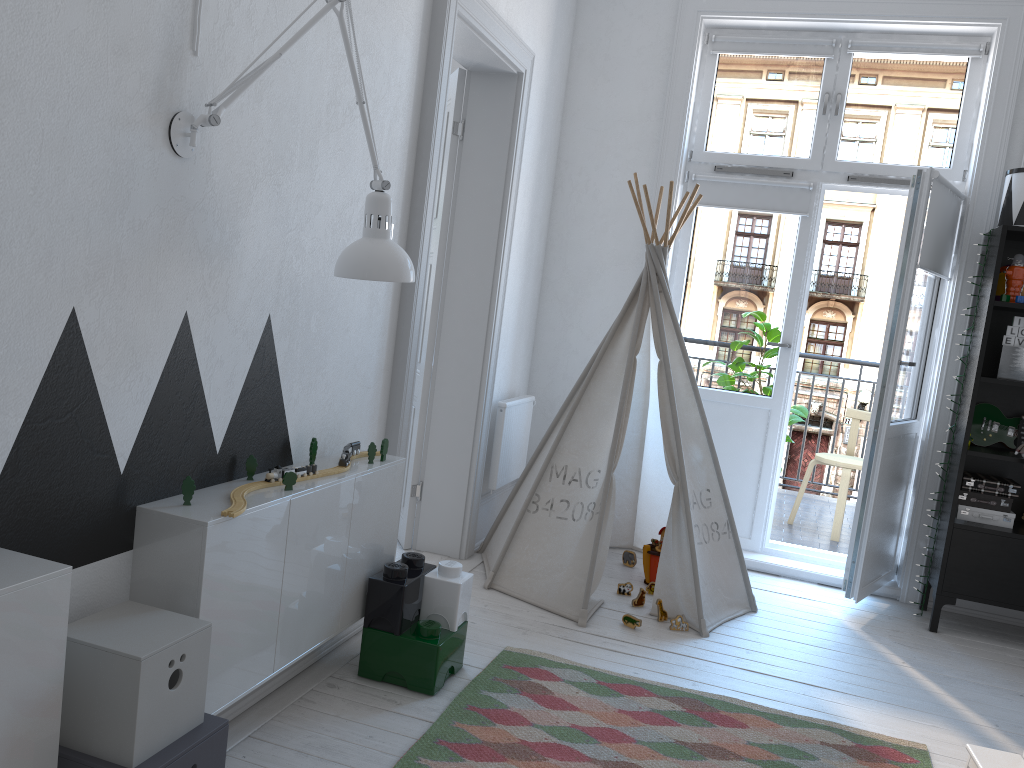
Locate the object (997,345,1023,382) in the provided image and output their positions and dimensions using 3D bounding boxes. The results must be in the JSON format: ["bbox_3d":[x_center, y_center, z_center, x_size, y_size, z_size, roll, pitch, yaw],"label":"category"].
[{"bbox_3d":[2.083,-0.078,3.608,0.170,0.138,0.124,11,7,32],"label":"object"}]

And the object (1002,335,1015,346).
[{"bbox_3d":[2.019,-0.175,3.603,0.040,0.040,0.040,11,7,32],"label":"object"}]

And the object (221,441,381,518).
[{"bbox_3d":[-0.537,0.219,2.302,0.111,0.047,0.901,8,6,12],"label":"object"}]

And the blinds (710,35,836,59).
[{"bbox_3d":[1.230,-1.595,4.191,0.565,0.087,0.032,9,6,17],"label":"blinds"}]

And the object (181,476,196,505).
[{"bbox_3d":[-0.695,0.229,1.905,0.029,0.063,0.007,5,6,-20],"label":"object"}]

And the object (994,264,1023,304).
[{"bbox_3d":[2.097,-0.419,3.641,0.197,0.198,0.318,9,6,13],"label":"object"}]

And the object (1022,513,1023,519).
[{"bbox_3d":[2.330,0.536,3.697,0.337,0.186,0.111,11,7,32],"label":"object"}]

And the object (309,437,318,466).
[{"bbox_3d":[-0.547,0.187,2.439,0.009,0.081,0.037,8,6,11],"label":"object"}]

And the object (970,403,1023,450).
[{"bbox_3d":[2.213,0.230,3.777,0.542,0.239,0.093,9,6,17],"label":"object"}]

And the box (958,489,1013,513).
[{"bbox_3d":[1.981,0.483,3.758,0.215,0.062,0.179,9,6,17],"label":"box"}]

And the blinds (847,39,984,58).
[{"bbox_3d":[1.819,-1.517,4.010,0.565,0.060,0.032,9,6,17],"label":"blinds"}]

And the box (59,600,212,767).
[{"bbox_3d":[-0.721,0.557,1.674,0.202,0.206,0.199,9,6,17],"label":"box"}]

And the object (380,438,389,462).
[{"bbox_3d":[-0.380,0.195,2.637,0.009,0.067,0.054,8,6,8],"label":"object"}]

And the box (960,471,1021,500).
[{"bbox_3d":[2.007,0.426,3.747,0.215,0.062,0.179,9,6,17],"label":"box"}]

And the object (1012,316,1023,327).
[{"bbox_3d":[2.048,-0.251,3.583,0.040,0.040,0.040,9,6,22],"label":"object"}]

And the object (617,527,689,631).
[{"bbox_3d":[0.642,0.749,3.643,0.385,0.284,0.856,8,6,9],"label":"object"}]

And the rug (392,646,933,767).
[{"bbox_3d":[0.292,1.020,1.830,1.319,0.016,2.027,9,6,17],"label":"rug"}]

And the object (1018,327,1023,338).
[{"bbox_3d":[2.066,-0.207,3.572,0.040,0.040,0.040,11,7,37],"label":"object"}]

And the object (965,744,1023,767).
[{"bbox_3d":[1.312,0.997,2.180,0.288,0.246,0.332,8,6,12],"label":"object"}]

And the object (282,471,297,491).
[{"bbox_3d":[-0.538,0.235,2.144,0.006,0.046,0.037,13,8,43],"label":"object"}]

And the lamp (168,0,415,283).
[{"bbox_3d":[-0.478,-0.587,2.036,0.651,0.656,0.200,2,8,-39],"label":"lamp"}]

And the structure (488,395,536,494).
[{"bbox_3d":[0.017,0.289,4.236,0.075,0.460,0.635,9,6,13],"label":"structure"}]

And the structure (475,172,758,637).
[{"bbox_3d":[0.532,-0.006,3.721,1.143,1.751,1.142,6,6,-7],"label":"structure"}]

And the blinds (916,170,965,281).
[{"bbox_3d":[1.829,-0.658,3.767,0.032,0.391,0.565,12,7,37],"label":"blinds"}]

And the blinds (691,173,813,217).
[{"bbox_3d":[1.144,-0.910,4.264,0.565,0.159,0.032,9,6,17],"label":"blinds"}]

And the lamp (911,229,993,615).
[{"bbox_3d":[2.310,0.245,3.684,0.985,1.685,0.095,9,6,14],"label":"lamp"}]

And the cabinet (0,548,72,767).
[{"bbox_3d":[-0.986,0.539,1.054,0.182,0.455,0.970,9,6,17],"label":"cabinet"}]

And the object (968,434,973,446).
[{"bbox_3d":[1.944,0.235,3.782,0.042,0.054,0.031,10,7,27],"label":"object"}]

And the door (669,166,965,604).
[{"bbox_3d":[1.256,-0.060,4.047,1.263,1.840,0.636,9,6,19],"label":"door"}]

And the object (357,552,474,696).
[{"bbox_3d":[-0.282,0.700,2.659,0.246,0.332,0.246,9,6,17],"label":"object"}]

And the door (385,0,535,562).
[{"bbox_3d":[-0.294,-0.322,3.644,0.505,2.179,1.464,7,6,2],"label":"door"}]

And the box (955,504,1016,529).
[{"bbox_3d":[1.991,0.547,3.759,0.215,0.062,0.179,9,6,17],"label":"box"}]

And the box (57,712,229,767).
[{"bbox_3d":[-0.738,0.787,1.703,0.254,0.259,0.250,9,6,17],"label":"box"}]

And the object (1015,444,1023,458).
[{"bbox_3d":[2.076,0.254,3.514,0.110,0.186,0.129,8,6,4],"label":"object"}]

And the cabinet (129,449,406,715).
[{"bbox_3d":[-0.587,0.465,2.315,0.182,0.455,0.970,9,6,17],"label":"cabinet"}]

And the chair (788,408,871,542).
[{"bbox_3d":[1.975,0.517,5.196,0.498,0.716,0.436,4,7,-28],"label":"chair"}]

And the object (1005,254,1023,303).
[{"bbox_3d":[2.044,-0.424,3.584,0.105,0.203,0.072,10,7,24],"label":"object"}]

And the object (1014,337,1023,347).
[{"bbox_3d":[2.055,-0.169,3.589,0.040,0.040,0.040,9,6,22],"label":"object"}]

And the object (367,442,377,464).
[{"bbox_3d":[-0.406,0.200,2.574,0.007,0.063,0.029,13,8,44],"label":"object"}]

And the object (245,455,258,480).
[{"bbox_3d":[-0.645,0.207,2.196,0.029,0.063,0.007,5,6,-20],"label":"object"}]

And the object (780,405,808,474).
[{"bbox_3d":[1.448,0.174,5.368,0.720,1.226,0.489,10,7,27],"label":"object"}]

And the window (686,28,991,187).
[{"bbox_3d":[1.494,-1.306,4.148,1.262,0.661,0.101,9,6,17],"label":"window"}]

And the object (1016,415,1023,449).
[{"bbox_3d":[2.248,0.206,3.737,0.200,0.199,0.048,9,6,17],"label":"object"}]

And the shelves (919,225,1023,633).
[{"bbox_3d":[2.315,0.256,3.617,0.911,1.679,0.353,9,6,17],"label":"shelves"}]

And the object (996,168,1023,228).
[{"bbox_3d":[2.190,-0.744,3.657,0.395,0.259,0.272,2,8,-44],"label":"object"}]

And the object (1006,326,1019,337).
[{"bbox_3d":[2.028,-0.214,3.596,0.040,0.040,0.040,10,6,27],"label":"object"}]
